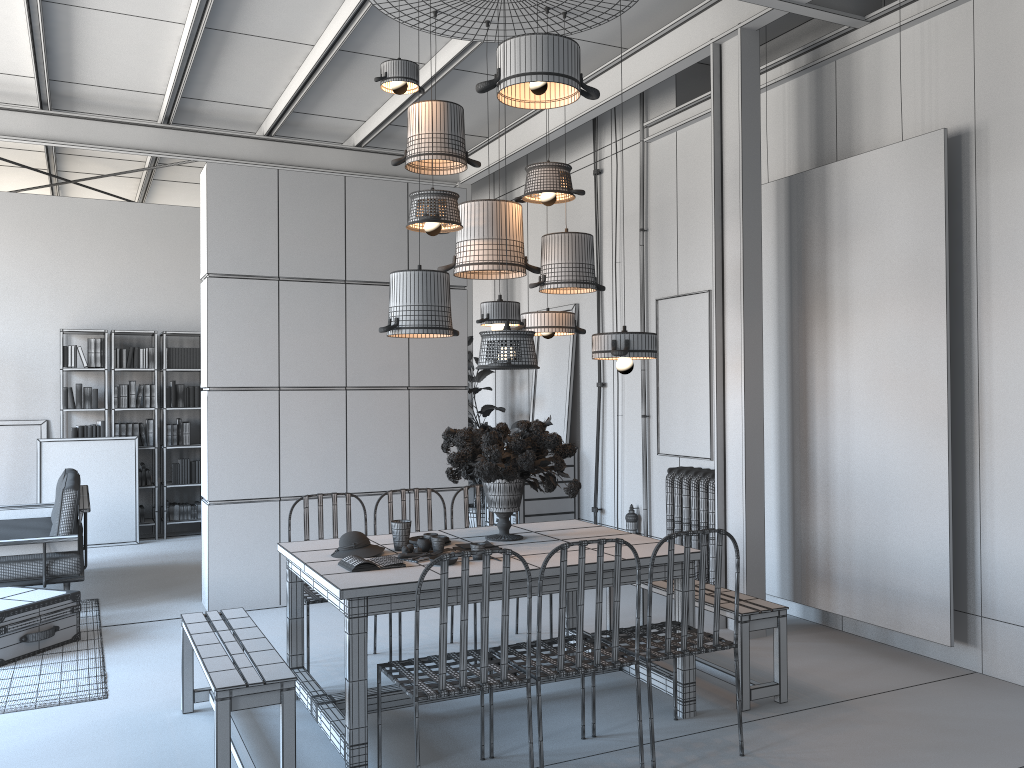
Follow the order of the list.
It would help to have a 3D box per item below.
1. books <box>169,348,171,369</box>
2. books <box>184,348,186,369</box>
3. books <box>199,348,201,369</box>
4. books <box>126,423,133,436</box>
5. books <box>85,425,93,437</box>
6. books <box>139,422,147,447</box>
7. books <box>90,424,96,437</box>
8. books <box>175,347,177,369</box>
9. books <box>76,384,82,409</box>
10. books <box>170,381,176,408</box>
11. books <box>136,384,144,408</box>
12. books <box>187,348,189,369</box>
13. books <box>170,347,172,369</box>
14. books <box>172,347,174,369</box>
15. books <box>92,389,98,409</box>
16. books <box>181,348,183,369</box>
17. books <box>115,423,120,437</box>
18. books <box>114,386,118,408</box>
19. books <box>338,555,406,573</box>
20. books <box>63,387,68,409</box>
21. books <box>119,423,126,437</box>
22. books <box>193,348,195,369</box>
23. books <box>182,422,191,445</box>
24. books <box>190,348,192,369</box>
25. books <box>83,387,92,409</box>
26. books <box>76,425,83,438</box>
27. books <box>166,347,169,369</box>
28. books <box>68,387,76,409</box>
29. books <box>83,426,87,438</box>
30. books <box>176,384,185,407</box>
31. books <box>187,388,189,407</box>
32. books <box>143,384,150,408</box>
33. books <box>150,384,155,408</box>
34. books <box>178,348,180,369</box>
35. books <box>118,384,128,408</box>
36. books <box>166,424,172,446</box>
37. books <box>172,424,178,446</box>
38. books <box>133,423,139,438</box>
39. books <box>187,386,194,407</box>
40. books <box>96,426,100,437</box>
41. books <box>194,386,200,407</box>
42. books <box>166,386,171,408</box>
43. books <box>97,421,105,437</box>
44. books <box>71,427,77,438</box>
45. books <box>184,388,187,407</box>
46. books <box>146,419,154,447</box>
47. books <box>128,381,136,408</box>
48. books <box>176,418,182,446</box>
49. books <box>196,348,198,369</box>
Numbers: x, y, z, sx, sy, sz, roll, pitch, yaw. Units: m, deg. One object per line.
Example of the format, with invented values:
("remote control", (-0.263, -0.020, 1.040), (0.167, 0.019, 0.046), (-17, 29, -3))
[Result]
("books", (-3.790, -0.284, 9.799), (0.016, 0.240, 0.182), (0, -1, -26))
("books", (-3.649, -0.284, 9.867), (0.016, 0.240, 0.182), (0, -1, -26))
("books", (-3.508, -0.284, 9.936), (0.016, 0.240, 0.182), (0, -1, -26))
("books", (-4.201, 0.559, 9.730), (0.062, 0.265, 0.193), (0, -1, -26))
("books", (-4.539, 0.565, 9.518), (0.054, 0.248, 0.180), (0, -1, -36))
("books", (-4.083, 0.560, 9.798), (0.084, 0.267, 0.193), (0, -1, -27))
("books", (-4.504, 0.561, 9.537), (0.027, 0.258, 0.189), (0, -1, -36))
("books", (-3.733, -0.284, 9.826), (0.016, 0.240, 0.182), (0, -1, -26))
("books", (-4.628, 0.135, 9.479), (0.065, 0.278, 0.204), (0, -1, -26))
("books", (-3.786, 0.115, 9.908), (0.038, 0.304, 0.224), (0, -1, -26))
("books", (-4.090, 0.137, 9.735), (0.084, 0.267, 0.193), (0, -1, -25))
("books", (-3.621, -0.284, 9.881), (0.016, 0.240, 0.182), (0, -1, -26))
("books", (-3.776, -0.284, 9.805), (0.016, 0.240, 0.182), (0, -1, -26))
("books", (-3.762, -0.284, 9.812), (0.016, 0.240, 0.182), (0, -1, -26))
("books", (-4.494, 0.165, 9.562), (0.052, 0.223, 0.164), (0, -1, -26))
("books", (-3.677, -0.284, 9.854), (0.016, 0.240, 0.182), (0, -1, -26))
("books", (-4.313, 0.559, 9.664), (0.062, 0.265, 0.193), (0, -1, -26))
("books", (-4.304, 0.147, 9.609), (0.057, 0.244, 0.178), (0, -1, -26))
("books", (-0.627, 0.793, 3.957), (0.249, 0.041, 0.202), (0, -1, -28))
("books", (-4.756, 0.155, 9.437), (0.057, 0.242, 0.178), (0, -1, -26))
("books", (-4.257, 0.559, 9.697), (0.062, 0.265, 0.193), (0, -1, -26))
("books", (-3.564, -0.284, 9.909), (0.016, 0.240, 0.182), (0, -1, -26))
("books", (-3.675, 0.558, 9.974), (0.091, 0.265, 0.193), (0, -1, -26))
("books", (-3.592, -0.284, 9.895), (0.016, 0.240, 0.182), (0, -1, -26))
("books", (-4.562, 0.155, 9.531), (0.083, 0.242, 0.178), (0, -1, -26))
("books", (-4.616, 0.566, 9.470), (0.043, 0.245, 0.170), (0, -1, -36))
("books", (-3.804, -0.283, 9.792), (0.016, 0.240, 0.182), (0, -1, -26))
("books", (-4.689, 0.156, 9.448), (0.077, 0.244, 0.178), (0, -1, -25))
("books", (-4.582, 0.567, 9.495), (0.029, 0.243, 0.168), (0, -1, -41))
("books", (-3.738, 0.137, 9.969), (0.091, 0.266, 0.195), (0, -1, -26))
("books", (-3.658, 0.156, 9.982), (0.022, 0.227, 0.165), (0, -1, -26))
("books", (-4.016, 0.135, 9.747), (0.062, 0.265, 0.193), (0, -1, -26))
("books", (-3.964, 0.135, 9.786), (0.062, 0.265, 0.193), (0, -1, -26))
("books", (-3.705, -0.284, 9.840), (0.016, 0.240, 0.182), (0, -1, -26))
("books", (-4.229, 0.135, 9.643), (0.091, 0.265, 0.193), (0, -1, -26))
("books", (-3.836, 0.569, 9.898), (0.057, 0.244, 0.178), (0, -1, -26))
("books", (-3.778, 0.569, 9.914), (0.057, 0.244, 0.178), (0, -1, -26))
("books", (-4.138, 0.559, 9.747), (0.062, 0.265, 0.193), (0, -1, -26))
("books", (-3.629, 0.148, 10.019), (0.057, 0.244, 0.180), (0, -1, -26))
("books", (-4.478, 0.570, 9.555), (0.030, 0.241, 0.194), (0, -1, -39))
("books", (-3.580, 0.148, 10.055), (0.057, 0.244, 0.180), (0, -1, -26))
("books", (-3.855, 0.148, 9.921), (0.057, 0.244, 0.180), (0, -1, -26))
("books", (-4.436, 0.544, 9.583), (0.048, 0.299, 0.243), (0, -1, -36))
("books", (-4.663, 0.574, 9.441), (0.053, 0.229, 0.162), (0, -1, -29))
("books", (-3.677, 0.157, 9.971), (0.022, 0.227, 0.165), (0, -1, -26))
("books", (-4.015, 0.538, 9.830), (0.071, 0.303, 0.222), (0, -1, -26))
("books", (-4.157, 0.115, 9.701), (0.071, 0.303, 0.222), (0, -1, -26))
("books", (-3.747, 0.538, 9.977), (0.038, 0.303, 0.222), (0, -1, -26))
("books", (-3.536, -0.284, 9.923), (0.016, 0.240, 0.182), (0, -1, -26))
